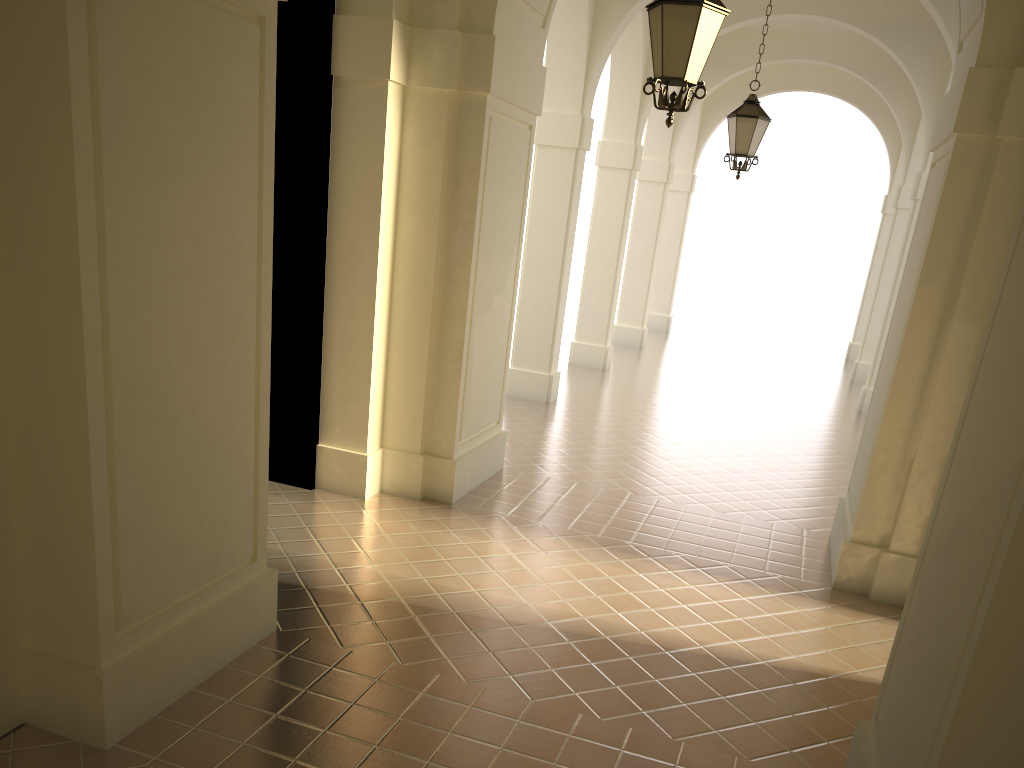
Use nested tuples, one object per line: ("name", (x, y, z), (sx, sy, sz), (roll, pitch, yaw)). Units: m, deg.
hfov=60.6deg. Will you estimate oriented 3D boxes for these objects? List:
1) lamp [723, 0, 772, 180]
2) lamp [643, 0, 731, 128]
("lamp", (2.758, -3.958, 9.439), (0.506, 3.474, 0.425), (12, 20, 16))
("lamp", (1.157, -3.220, 4.878), (0.443, 3.474, 0.485), (2, 19, -12))
